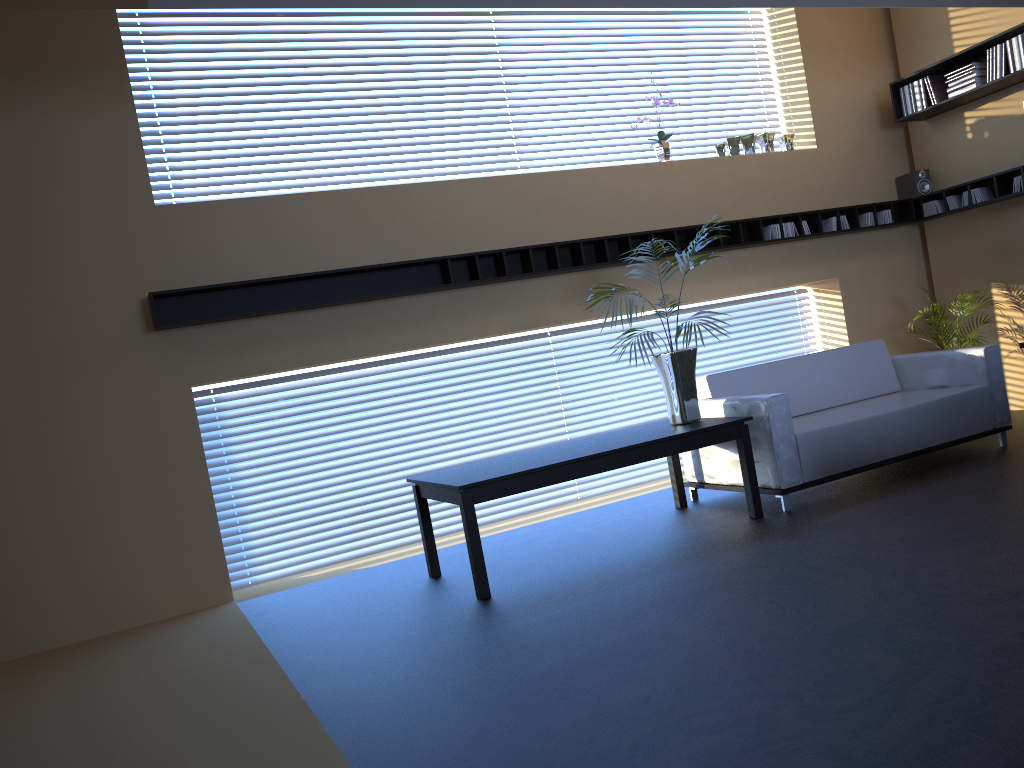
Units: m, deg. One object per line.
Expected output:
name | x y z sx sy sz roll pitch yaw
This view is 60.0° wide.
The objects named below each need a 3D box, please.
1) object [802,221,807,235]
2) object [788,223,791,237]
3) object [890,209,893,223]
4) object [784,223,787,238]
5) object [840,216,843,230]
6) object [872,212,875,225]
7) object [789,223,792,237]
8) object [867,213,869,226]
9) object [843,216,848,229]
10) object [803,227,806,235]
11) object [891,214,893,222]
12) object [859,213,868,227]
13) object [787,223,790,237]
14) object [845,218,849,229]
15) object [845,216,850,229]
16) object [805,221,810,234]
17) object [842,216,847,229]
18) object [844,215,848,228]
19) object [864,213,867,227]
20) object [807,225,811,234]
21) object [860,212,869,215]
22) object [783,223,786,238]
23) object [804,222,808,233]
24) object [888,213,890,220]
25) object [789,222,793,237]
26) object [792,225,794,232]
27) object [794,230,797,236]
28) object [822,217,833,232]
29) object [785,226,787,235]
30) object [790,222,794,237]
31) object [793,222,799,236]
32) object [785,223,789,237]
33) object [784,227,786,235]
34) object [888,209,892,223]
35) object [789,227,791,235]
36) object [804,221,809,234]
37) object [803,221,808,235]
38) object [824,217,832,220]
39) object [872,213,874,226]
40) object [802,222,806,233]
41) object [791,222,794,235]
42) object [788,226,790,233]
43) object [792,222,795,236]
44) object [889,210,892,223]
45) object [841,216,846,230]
object | 2.419 -1.302 7.473 0.030 0.120 0.142 -12 2 -24
object | 2.268 -1.273 7.403 0.006 0.118 0.140 -12 2 -24
object | 3.309 -1.473 7.868 0.009 0.120 0.142 -12 2 -24
object | 2.236 -1.267 7.398 0.009 0.120 0.142 -12 2 -24
object | 2.788 -1.373 7.641 0.009 0.120 0.142 -12 2 -24
object | 3.125 -1.438 7.795 0.009 0.120 0.142 -12 2 -24
object | 2.277 -1.275 7.408 0.006 0.118 0.140 -12 2 -24
object | 3.069 -1.427 7.771 0.030 0.120 0.142 -12 2 -25
object | 2.826 -1.380 7.657 0.030 0.120 0.142 -12 2 -24
object | 2.410 -1.300 7.468 0.030 0.120 0.142 -12 2 -24
object | 3.315 -1.475 7.878 0.009 0.120 0.142 -12 2 -24
object | 3.056 -1.424 7.763 0.040 0.118 0.142 -12 2 -24
object | 2.259 -1.271 7.398 0.009 0.120 0.142 -12 2 -24
object | 2.837 -1.382 7.658 0.026 0.118 0.140 -12 2 -24
object | 2.848 -1.383 7.669 0.040 0.118 0.142 -12 2 -24
object | 2.450 -1.307 7.489 0.040 0.118 0.142 -11 2 -24
object | 2.818 -1.378 7.650 0.030 0.120 0.142 -12 2 -24
object | 2.834 -1.382 7.662 0.030 0.120 0.142 -12 2 -24
object | 3.056 -1.423 7.766 0.041 0.122 0.142 -12 2 -24
object | 2.451 -1.307 7.489 0.036 0.116 0.140 -11 2 -24
object | 3.070 -1.427 7.770 0.030 0.124 0.142 -12 2 -24
object | 2.219 -1.264 7.386 0.009 0.120 0.142 -12 2 -24
object | 2.435 -1.305 7.487 0.030 0.120 0.142 -12 2 -25
object | 3.287 -1.469 7.868 0.009 0.120 0.142 -12 2 -24
object | 2.285 -1.276 7.414 0.009 0.120 0.142 -12 2 -24
object | 2.310 -1.281 7.432 0.009 0.120 0.142 -12 2 -24
object | 2.332 -1.284 7.440 0.041 0.122 0.142 -12 2 -24
object | 2.698 -1.354 7.600 0.040 0.118 0.142 -12 2 -24
object | 2.238 -1.267 7.396 0.006 0.118 0.140 -12 2 -24
object | 2.295 -1.278 7.416 0.009 0.120 0.142 -12 2 -24
object | 2.333 -1.284 7.438 0.040 0.118 0.142 -11 2 -24
object | 2.249 -1.269 7.395 0.009 0.120 0.142 -12 2 -24
object | 2.227 -1.265 7.394 0.006 0.118 0.140 -12 2 -24
object | 3.300 -1.472 7.864 0.009 0.120 0.142 -12 2 -24
object | 2.276 -1.274 7.410 0.009 0.120 0.142 -12 2 -24
object | 2.436 -1.305 7.485 0.026 0.118 0.140 -12 2 -25
object | 2.427 -1.303 7.480 0.030 0.120 0.142 -12 2 -24
object | 2.698 -1.354 7.602 0.041 0.122 0.142 -11 2 -24
object | 3.117 -1.437 7.788 0.009 0.120 0.142 -12 2 -24
object | 2.411 -1.300 7.467 0.026 0.118 0.140 -12 2 -24
object | 2.302 -1.280 7.425 0.009 0.120 0.142 -12 2 -24
object | 2.266 -1.273 7.406 0.009 0.120 0.142 -12 2 -24
object | 2.311 -1.281 7.430 0.006 0.118 0.140 -12 2 -24
object | 3.300 -1.472 7.863 0.006 0.118 0.140 -12 2 -24
object | 2.807 -1.376 7.649 0.030 0.120 0.142 -12 2 -24
